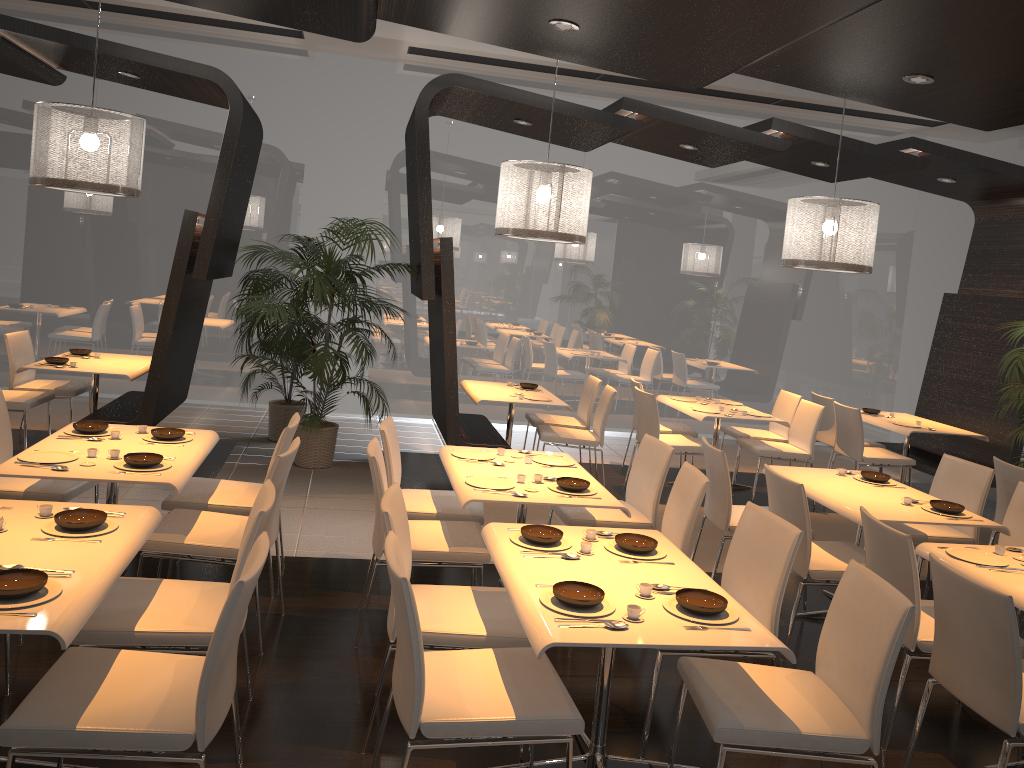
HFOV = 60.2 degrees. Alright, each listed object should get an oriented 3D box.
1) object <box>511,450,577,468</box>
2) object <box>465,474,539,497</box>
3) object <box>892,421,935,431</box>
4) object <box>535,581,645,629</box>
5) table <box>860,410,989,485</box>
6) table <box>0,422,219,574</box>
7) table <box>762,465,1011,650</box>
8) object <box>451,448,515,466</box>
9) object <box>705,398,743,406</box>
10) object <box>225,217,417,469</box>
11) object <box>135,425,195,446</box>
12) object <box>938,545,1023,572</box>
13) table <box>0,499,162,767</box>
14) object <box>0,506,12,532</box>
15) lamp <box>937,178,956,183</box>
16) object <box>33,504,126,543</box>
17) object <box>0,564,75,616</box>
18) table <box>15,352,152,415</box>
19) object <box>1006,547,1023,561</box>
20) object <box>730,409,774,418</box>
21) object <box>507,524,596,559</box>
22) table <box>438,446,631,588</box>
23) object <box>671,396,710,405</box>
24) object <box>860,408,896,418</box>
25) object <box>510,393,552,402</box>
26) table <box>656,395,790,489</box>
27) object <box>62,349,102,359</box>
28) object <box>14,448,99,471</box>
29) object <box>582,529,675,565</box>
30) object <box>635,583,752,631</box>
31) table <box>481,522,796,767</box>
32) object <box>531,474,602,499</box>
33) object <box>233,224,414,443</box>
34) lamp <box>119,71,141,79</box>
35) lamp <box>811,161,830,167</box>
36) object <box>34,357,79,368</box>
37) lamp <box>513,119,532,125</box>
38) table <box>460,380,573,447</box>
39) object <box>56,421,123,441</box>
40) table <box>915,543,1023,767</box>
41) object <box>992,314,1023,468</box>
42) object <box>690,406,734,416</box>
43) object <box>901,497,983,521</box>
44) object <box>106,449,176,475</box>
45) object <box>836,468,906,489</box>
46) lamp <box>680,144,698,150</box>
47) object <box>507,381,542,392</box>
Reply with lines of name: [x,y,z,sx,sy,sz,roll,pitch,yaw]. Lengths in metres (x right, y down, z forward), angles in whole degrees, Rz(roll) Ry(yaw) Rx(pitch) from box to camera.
object: [0.172,0.406,4.950,0.334,0.037,0.380,3,8,-21]
object: [-0.048,0.475,4.234,0.334,0.037,0.380,3,7,-16]
object: [3.621,0.365,7.949,0.334,0.037,0.380,3,7,-16]
object: [0.244,0.684,2.793,0.303,0.044,0.367,4,7,-12]
table: [3.694,0.710,8.307,0.799,0.722,1.156,5,6,-11]
table: [-1.937,0.669,4.262,0.799,0.722,1.156,5,6,-11]
table: [2.122,0.976,4.988,1.051,0.722,1.156,5,6,-10]
object: [-0.155,0.388,4.838,0.334,0.037,0.380,3,7,-16]
object: [1.987,0.156,8.331,0.334,0.037,0.380,3,8,-21]
object: [-1.529,-0.334,7.190,1.558,2.052,1.515,4,5,-17]
object: [-1.805,0.257,4.572,0.303,0.044,0.367,4,7,-12]
object: [2.059,0.741,3.771,0.334,0.037,0.380,3,7,-16]
table: [-1.668,0.883,2.783,0.799,0.722,1.156,5,6,-11]
object: [-1.855,0.449,3.019,0.303,0.044,0.367,4,7,-12]
lamp: [4.029,-1.903,8.193,0.161,0.055,0.163,4,7,-16]
object: [-1.531,0.472,3.088,0.303,0.044,0.367,4,7,-12]
object: [-1.423,0.559,2.485,0.303,0.044,0.367,4,7,-12]
table: [-3.324,0.182,7.026,0.799,0.722,1.156,5,6,-11]
object: [2.363,0.762,3.845,0.334,0.037,0.380,3,8,-21]
object: [2.079,0.242,7.723,0.334,0.037,0.380,3,8,-21]
object: [0.148,0.597,3.405,0.303,0.044,0.367,4,7,-12]
table: [0.036,0.820,4.603,0.799,0.722,1.156,5,6,-11]
object: [1.658,0.141,8.190,0.334,0.037,0.380,3,7,-16]
object: [3.520,0.275,8.557,0.303,0.044,0.367,4,7,-12]
object: [0.157,0.098,7.370,0.334,0.037,0.380,3,8,-21]
table: [1.829,0.569,7.974,0.799,0.722,1.156,5,6,-11]
object: [-3.518,-0.253,7.259,0.303,0.044,0.368,4,7,-16]
object: [-2.012,0.323,3.914,0.334,0.037,0.380,3,7,-16]
object: [0.447,0.620,3.453,0.303,0.044,0.367,4,7,-12]
object: [0.576,0.706,2.876,0.303,0.044,0.367,4,7,-12]
table: [0.332,1.034,3.143,0.799,0.722,1.156,5,6,-11]
object: [0.263,0.490,4.335,0.303,0.044,0.367,4,7,-12]
object: [-1.933,-0.504,8.215,1.570,2.052,1.503,9,6,41]
lamp: [-2.989,-2.430,6.912,0.161,0.055,0.163,4,7,-16]
lamp: [2.779,-1.997,7.965,0.161,0.055,0.163,4,7,-16]
object: [-3.407,-0.166,6.664,0.303,0.044,0.367,4,7,-12]
lamp: [0.092,-2.226,7.473,0.160,0.054,0.161,5,7,-5]
table: [-0.025,0.428,7.647,0.799,0.722,1.156,5,6,-11]
object: [-2.125,0.233,4.508,0.303,0.044,0.367,4,7,-12]
table: [2.267,1.180,3.497,0.799,0.722,1.156,5,6,-11]
object: [4.523,0.288,6.973,1.505,2.052,1.569,6,4,3]
object: [1.735,0.225,7.587,0.334,0.037,0.380,3,7,-16]
object: [2.244,0.644,4.651,0.303,0.044,0.367,4,7,-12]
object: [-1.691,0.341,3.992,0.303,0.044,0.367,4,7,-12]
object: [2.131,0.552,5.289,0.303,0.044,0.367,4,7,-12]
lamp: [1.549,-2.089,7.740,0.161,0.055,0.163,4,7,-16]
object: [0.117,0.018,7.945,0.303,0.044,0.367,4,7,-12]
